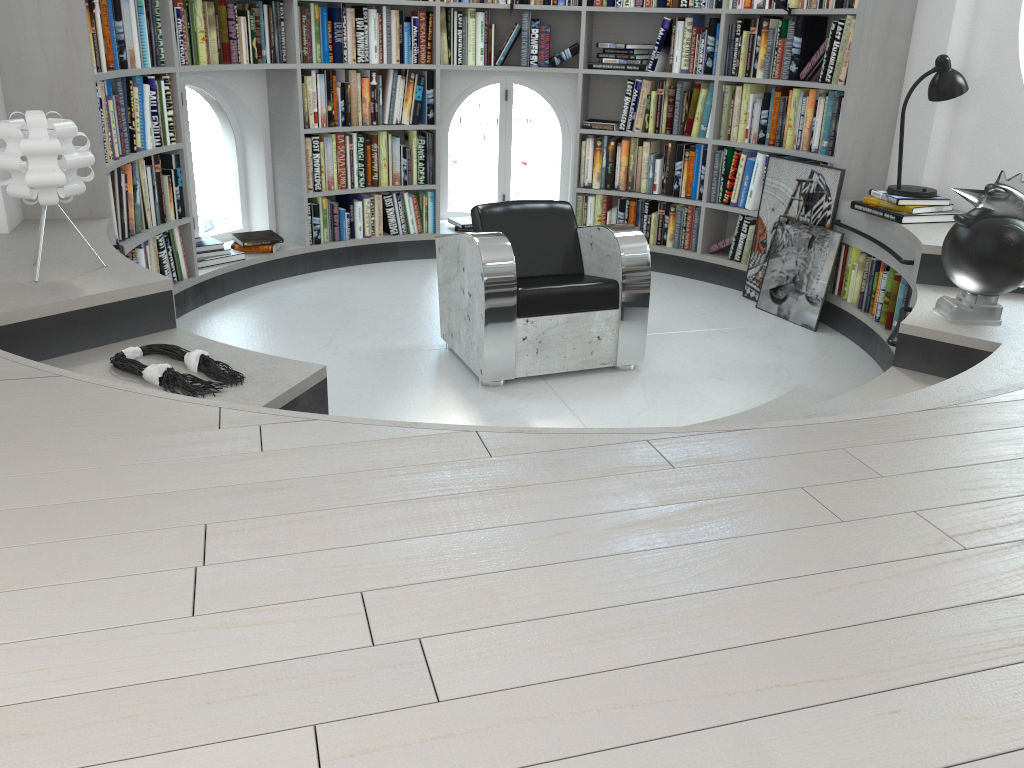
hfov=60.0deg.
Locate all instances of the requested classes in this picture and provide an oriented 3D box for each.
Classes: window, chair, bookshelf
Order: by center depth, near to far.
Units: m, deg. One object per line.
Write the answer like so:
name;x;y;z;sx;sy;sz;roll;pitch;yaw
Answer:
chair;0.126;-0.479;4.290;0.824;0.712;0.747;-7;23;-21
bookshelf;-0.280;-1.646;5.148;4.335;1.862;2.128;-5;22;-16
window;-1.028;-1.526;5.917;3.238;1.140;0.622;-11;24;-29

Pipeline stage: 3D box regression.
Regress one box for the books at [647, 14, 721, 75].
books;1.150;-2.137;5.579;0.554;0.347;0.257;13;24;27

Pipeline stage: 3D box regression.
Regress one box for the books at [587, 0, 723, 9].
books;0.919;-2.543;5.540;0.971;0.364;0.308;12;23;24

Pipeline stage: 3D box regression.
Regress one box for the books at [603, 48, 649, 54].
books;0.746;-2.185;5.818;0.227;0.036;0.215;15;25;30

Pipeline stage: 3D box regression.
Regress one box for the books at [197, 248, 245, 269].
books;-1.857;-0.766;5.280;0.389;0.041;0.367;19;27;36

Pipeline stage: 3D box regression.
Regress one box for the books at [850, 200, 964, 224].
books;1.968;-0.864;4.427;0.366;0.041;0.391;-5;23;-16

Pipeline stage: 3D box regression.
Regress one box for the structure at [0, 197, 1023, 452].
structure;0.090;-0.429;4.178;4.721;0.686;4.744;13;24;26

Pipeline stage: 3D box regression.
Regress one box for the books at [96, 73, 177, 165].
books;-1.875;-1.255;4.158;0.260;0.355;1.030;2;22;0

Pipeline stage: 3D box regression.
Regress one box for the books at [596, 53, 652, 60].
books;0.745;-2.156;5.829;0.286;0.031;0.271;15;25;30

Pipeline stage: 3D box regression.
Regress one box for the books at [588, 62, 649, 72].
books;0.743;-2.096;5.851;0.388;0.041;0.368;11;23;21

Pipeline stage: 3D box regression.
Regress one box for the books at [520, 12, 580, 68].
books;0.265;-2.266;5.846;0.399;0.337;0.226;3;21;3

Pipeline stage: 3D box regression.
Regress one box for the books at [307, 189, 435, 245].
books;-0.982;-1.151;5.971;1.021;0.303;0.290;-12;25;-30

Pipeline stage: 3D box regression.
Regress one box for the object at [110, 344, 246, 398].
object;-0.999;-0.046;2.630;0.475;0.081;0.219;17;26;33

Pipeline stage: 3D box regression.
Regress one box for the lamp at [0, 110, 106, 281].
lamp;-1.535;-0.628;2.929;0.306;0.520;0.308;-9;23;-27

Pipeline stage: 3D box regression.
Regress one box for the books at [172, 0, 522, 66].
books;-1.044;-2.111;5.370;2.536;0.367;0.595;-14;26;-34

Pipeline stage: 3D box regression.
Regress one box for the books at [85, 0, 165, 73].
books;-1.907;-1.615;4.051;0.303;0.344;1.099;1;22;-1

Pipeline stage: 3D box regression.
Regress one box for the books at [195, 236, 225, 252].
books;-1.855;-0.826;5.257;0.214;0.036;0.228;-16;28;-37

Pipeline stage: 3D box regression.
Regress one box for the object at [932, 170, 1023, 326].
object;1.783;-0.511;3.301;0.321;0.557;0.322;-17;28;-41

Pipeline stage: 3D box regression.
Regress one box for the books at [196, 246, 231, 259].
books;-1.856;-0.797;5.268;0.270;0.031;0.287;-16;28;-37

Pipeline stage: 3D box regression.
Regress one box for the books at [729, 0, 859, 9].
books;1.659;-2.275;4.935;0.293;0.359;1.021;-12;26;-32

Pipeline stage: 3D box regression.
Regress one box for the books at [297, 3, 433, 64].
books;-0.969;-2.214;5.617;1.030;0.355;0.303;-11;24;-29

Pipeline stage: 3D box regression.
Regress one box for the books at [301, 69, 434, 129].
books;-0.959;-1.849;5.715;1.000;0.348;0.299;-12;25;-31

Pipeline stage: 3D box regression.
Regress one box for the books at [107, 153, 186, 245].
books;-1.878;-0.644;4.104;0.390;0.689;1.657;-1;22;-7

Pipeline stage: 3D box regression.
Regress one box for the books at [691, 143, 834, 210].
books;1.591;-1.223;5.369;0.304;0.355;1.192;-13;26;-33

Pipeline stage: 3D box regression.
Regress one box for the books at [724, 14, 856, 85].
books;1.653;-1.915;5.058;0.280;0.355;1.060;-11;25;-29

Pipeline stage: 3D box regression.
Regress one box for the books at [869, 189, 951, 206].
books;1.970;-0.928;4.404;0.269;0.031;0.288;-1;22;-7

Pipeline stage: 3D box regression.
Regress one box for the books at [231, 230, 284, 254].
books;-1.585;-0.880;5.518;0.318;0.098;0.294;-4;22;-14

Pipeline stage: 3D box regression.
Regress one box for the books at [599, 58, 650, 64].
books;0.744;-2.127;5.839;0.286;0.031;0.271;9;23;17

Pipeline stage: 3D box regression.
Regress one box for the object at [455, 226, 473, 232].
object;-0.286;-1.121;6.305;0.226;0.036;0.215;2;22;0

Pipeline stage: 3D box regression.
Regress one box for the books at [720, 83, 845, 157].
books;1.651;-1.557;5.190;0.276;0.344;1.028;-11;25;-30

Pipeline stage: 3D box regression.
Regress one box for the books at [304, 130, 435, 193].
books;-0.959;-1.493;5.857;1.034;0.354;0.295;-11;25;-30

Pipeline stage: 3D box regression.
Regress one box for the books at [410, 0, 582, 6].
books;-0.301;-2.622;5.650;1.566;0.363;0.397;-3;22;-11

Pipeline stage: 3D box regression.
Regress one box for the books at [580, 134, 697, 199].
books;0.868;-1.477;5.944;0.874;0.347;0.274;11;23;23

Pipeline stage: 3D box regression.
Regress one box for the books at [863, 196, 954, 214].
books;1.969;-0.898;4.415;0.287;0.034;0.307;-9;24;-25

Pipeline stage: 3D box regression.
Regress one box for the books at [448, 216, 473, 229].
books;-0.285;-1.149;6.295;0.269;0.029;0.255;-9;24;-25

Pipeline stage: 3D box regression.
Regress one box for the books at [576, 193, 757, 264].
books;1.083;-1.066;5.907;1.502;0.308;0.362;16;26;32

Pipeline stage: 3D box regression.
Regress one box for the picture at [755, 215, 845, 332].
picture;1.609;-0.629;4.994;0.107;0.550;0.493;-8;23;-25

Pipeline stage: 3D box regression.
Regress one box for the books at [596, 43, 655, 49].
books;0.747;-2.214;5.807;0.270;0.031;0.287;-14;27;-34

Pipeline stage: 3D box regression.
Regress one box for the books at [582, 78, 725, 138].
books;0.951;-1.812;5.768;0.976;0.349;0.253;12;23;24

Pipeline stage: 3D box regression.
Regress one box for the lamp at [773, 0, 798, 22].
lamp;1.487;-2.244;4.799;0.275;0.520;0.113;-8;23;-25

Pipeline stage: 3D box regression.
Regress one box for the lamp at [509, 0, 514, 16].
lamp;-0.016;-2.575;5.458;0.113;0.561;0.361;-2;21;-10

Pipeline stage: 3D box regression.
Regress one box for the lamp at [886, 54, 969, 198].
lamp;2.016;-1.247;4.289;0.322;0.654;0.236;1;21;-2

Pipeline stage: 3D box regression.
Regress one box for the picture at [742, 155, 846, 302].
picture;1.605;-0.846;5.111;0.090;0.854;0.583;-8;23;-25

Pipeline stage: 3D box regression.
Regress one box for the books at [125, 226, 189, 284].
books;-1.931;-0.588;4.473;0.283;0.316;0.927;2;22;1

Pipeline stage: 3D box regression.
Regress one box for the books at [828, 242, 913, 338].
books;1.923;-0.473;4.490;0.272;0.295;1.158;1;22;-3
